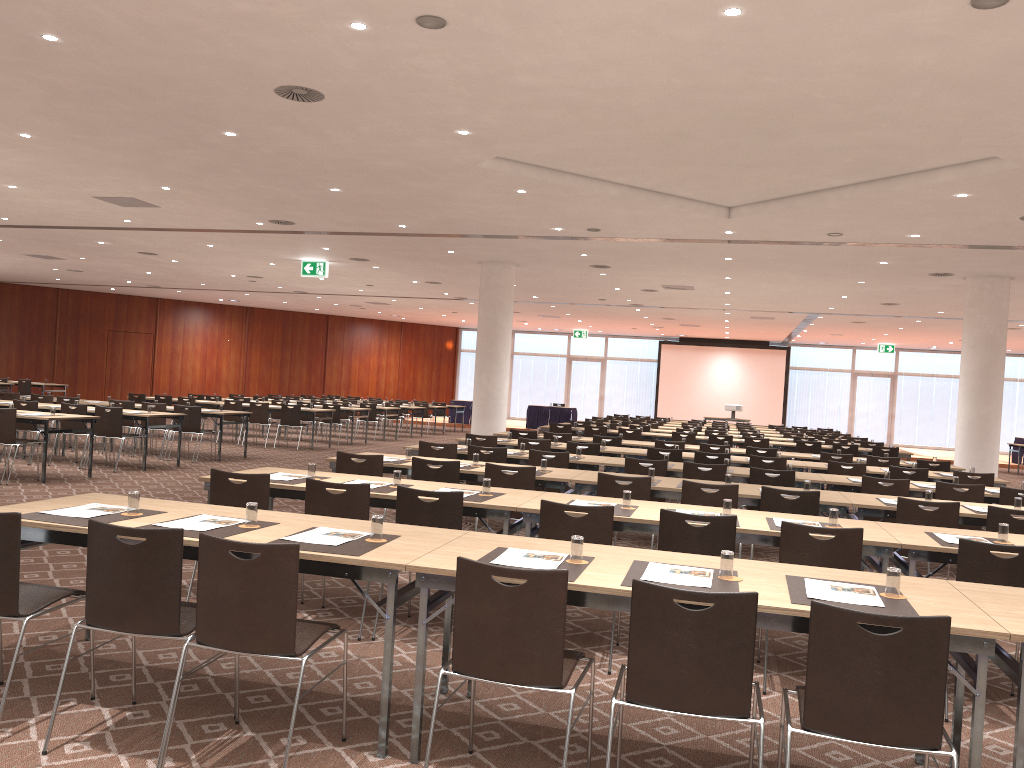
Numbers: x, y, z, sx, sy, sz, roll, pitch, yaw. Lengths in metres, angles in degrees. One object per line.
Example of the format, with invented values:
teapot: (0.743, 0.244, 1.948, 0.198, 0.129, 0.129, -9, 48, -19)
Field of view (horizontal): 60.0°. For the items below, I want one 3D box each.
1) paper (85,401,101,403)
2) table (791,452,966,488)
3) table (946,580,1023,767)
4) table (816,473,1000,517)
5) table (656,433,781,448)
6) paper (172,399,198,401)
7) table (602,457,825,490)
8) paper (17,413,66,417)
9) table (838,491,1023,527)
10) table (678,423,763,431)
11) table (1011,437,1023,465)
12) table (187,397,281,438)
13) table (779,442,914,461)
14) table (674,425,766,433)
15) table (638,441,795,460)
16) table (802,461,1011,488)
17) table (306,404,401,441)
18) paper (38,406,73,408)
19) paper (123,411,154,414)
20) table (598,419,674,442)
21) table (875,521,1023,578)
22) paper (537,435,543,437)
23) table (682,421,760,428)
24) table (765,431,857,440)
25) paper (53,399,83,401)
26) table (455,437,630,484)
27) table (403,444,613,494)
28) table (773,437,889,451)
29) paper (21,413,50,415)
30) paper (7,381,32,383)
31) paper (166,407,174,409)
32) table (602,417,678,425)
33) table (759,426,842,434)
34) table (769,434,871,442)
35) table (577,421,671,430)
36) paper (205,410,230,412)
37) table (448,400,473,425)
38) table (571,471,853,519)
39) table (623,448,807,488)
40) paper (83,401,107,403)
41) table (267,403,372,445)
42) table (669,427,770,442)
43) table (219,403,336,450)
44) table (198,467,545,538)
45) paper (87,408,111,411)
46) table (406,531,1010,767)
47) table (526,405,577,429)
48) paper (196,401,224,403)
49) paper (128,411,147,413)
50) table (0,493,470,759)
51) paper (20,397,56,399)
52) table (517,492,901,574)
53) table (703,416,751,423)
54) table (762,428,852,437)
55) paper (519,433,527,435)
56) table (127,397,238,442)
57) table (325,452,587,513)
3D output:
paper: (-7.497, 0.332, 16.013, 0.460, 0.003, 0.565, 4, 0, 14)
table: (5.294, 1.536, 13.058, 2.267, 0.833, 0.953, 4, 0, 14)
table: (2.950, 1.373, 3.337, 2.267, 0.833, 0.953, 4, 0, 14)
table: (4.356, 1.471, 9.170, 2.267, 0.833, 0.953, 4, 0, 14)
table: (3.912, 1.458, 16.992, 2.267, 0.833, 0.953, 4, 0, 14)
paper: (-7.272, 0.353, 19.549, 0.460, 0.003, 0.565, 4, 0, 11)
table: (2.154, 1.336, 9.701, 2.267, 0.833, 0.953, 4, 0, 14)
paper: (-6.224, 0.403, 11.581, 0.460, 0.003, 0.565, 4, 0, 13)
table: (3.888, 1.438, 7.225, 2.267, 0.833, 0.953, 4, 0, 14)
table: (5.787, 1.589, 24.769, 2.267, 0.833, 0.953, 4, 0, 14)
table: (16.600, 2.140, 27.531, 1.712, 0.832, 1.042, 4, 0, 14)
table: (-6.813, 0.804, 21.640, 2.267, 0.833, 0.953, 4, 0, 14)
table: (6.114, 1.593, 16.461, 2.267, 0.833, 0.953, 4, 0, 14)
table: (5.318, 1.556, 22.825, 2.267, 0.833, 0.953, 4, 0, 14)
table: (3.092, 1.401, 13.590, 2.267, 0.833, 0.953, 4, 0, 14)
table: (4.825, 1.504, 11.114, 2.267, 0.833, 0.953, 4, 0, 14)
table: (-4.142, 0.971, 23.052, 2.267, 0.833, 0.953, 4, 0, 14)
paper: (-6.984, 0.360, 13.792, 0.460, 0.003, 0.565, 4, 0, 14)
paper: (-5.748, 0.436, 13.535, 0.460, 0.003, 0.565, 4, 0, 13)
table: (3.116, 1.421, 23.357, 2.267, 0.833, 0.953, 4, 0, 14)
table: (3.419, 1.406, 5.281, 2.267, 0.833, 0.953, 4, 0, 14)
paper: (0.246, 0.808, 14.113, 0.460, 0.003, 0.565, 4, 0, 15)
table: (6.255, 1.621, 26.714, 2.267, 0.833, 0.953, 4, 0, 14)
table: (7.520, 1.691, 22.293, 2.267, 0.833, 0.953, 4, 0, 14)
paper: (-8.092, 0.296, 16.133, 0.460, 0.003, 0.565, 4, 0, 14)
table: (0.420, 1.233, 12.178, 2.267, 0.833, 0.953, 4, 0, 14)
table: (-0.048, 1.201, 10.233, 2.267, 0.833, 0.953, 4, 0, 14)
table: (6.583, 1.626, 18.405, 2.267, 0.833, 0.953, 4, 0, 14)
paper: (-6.236, 0.398, 11.622, 0.283, 0.006, 0.398, 4, 0, 12)
paper: (-14.045, -0.055, 25.308, 0.460, 0.003, 0.565, 4, 0, 14)
paper: (-5.919, 0.429, 15.599, 0.460, 0.003, 0.565, 4, 0, 14)
table: (3.584, 1.454, 25.301, 2.267, 0.833, 0.953, 4, 0, 14)
table: (8.458, 1.757, 26.182, 2.267, 0.833, 0.953, 4, 0, 14)
table: (7.052, 1.659, 20.349, 2.267, 0.833, 0.953, 4, 0, 14)
table: (2.647, 1.388, 21.413, 2.267, 0.833, 0.953, 4, 0, 14)
paper: (-5.282, 0.468, 15.477, 0.460, 0.003, 0.565, 4, 0, 11)
table: (-1.363, 1.038, 31.869, 1.712, 0.832, 1.042, 4, 0, 14)
table: (1.685, 1.303, 7.757, 2.267, 0.833, 0.953, 4, 0, 14)
table: (2.623, 1.368, 11.646, 2.267, 0.833, 0.953, 4, 0, 14)
paper: (-7.520, 0.327, 16.073, 0.283, 0.006, 0.398, 4, 0, 15)
table: (-4.610, 0.939, 21.108, 2.267, 0.833, 0.953, 4, 0, 14)
table: (4.849, 1.524, 20.881, 2.267, 0.833, 0.953, 4, 0, 14)
table: (-5.079, 0.906, 19.164, 2.267, 0.833, 0.953, 4, 0, 14)
table: (-0.986, 1.135, 6.345, 2.267, 0.833, 0.953, 4, 0, 14)
paper: (-6.397, 0.396, 13.683, 0.460, 0.003, 0.565, 4, 0, 11)
table: (0.748, 1.238, 3.869, 2.267, 0.833, 0.953, 4, 0, 14)
table: (1.397, 1.207, 31.203, 1.712, 0.832, 1.042, 4, 0, 14)
paper: (-6.632, 0.392, 19.408, 0.460, 0.003, 0.565, 4, 0, 15)
paper: (-5.760, 0.431, 13.591, 0.283, 0.006, 0.398, 4, 0, 13)
table: (-1.454, 1.103, 4.400, 2.267, 0.833, 0.953, 4, 0, 14)
paper: (-8.742, 0.256, 16.304, 0.460, 0.003, 0.565, 4, 0, 15)
table: (1.217, 1.271, 5.813, 2.267, 0.833, 0.953, 4, 0, 14)
table: (7.205, 1.564, 29.817, 1.539, 0.832, 0.953, 4, 0, 14)
table: (7.989, 1.724, 24.238, 2.267, 0.833, 0.953, 4, 0, 14)
paper: (0.235, 0.803, 14.224, 0.283, 0.006, 0.398, 4, 0, 13)
table: (-7.281, 0.771, 19.695, 2.267, 0.833, 0.953, 4, 0, 14)
table: (-0.517, 1.168, 8.289, 2.267, 0.833, 0.953, 4, 0, 14)
